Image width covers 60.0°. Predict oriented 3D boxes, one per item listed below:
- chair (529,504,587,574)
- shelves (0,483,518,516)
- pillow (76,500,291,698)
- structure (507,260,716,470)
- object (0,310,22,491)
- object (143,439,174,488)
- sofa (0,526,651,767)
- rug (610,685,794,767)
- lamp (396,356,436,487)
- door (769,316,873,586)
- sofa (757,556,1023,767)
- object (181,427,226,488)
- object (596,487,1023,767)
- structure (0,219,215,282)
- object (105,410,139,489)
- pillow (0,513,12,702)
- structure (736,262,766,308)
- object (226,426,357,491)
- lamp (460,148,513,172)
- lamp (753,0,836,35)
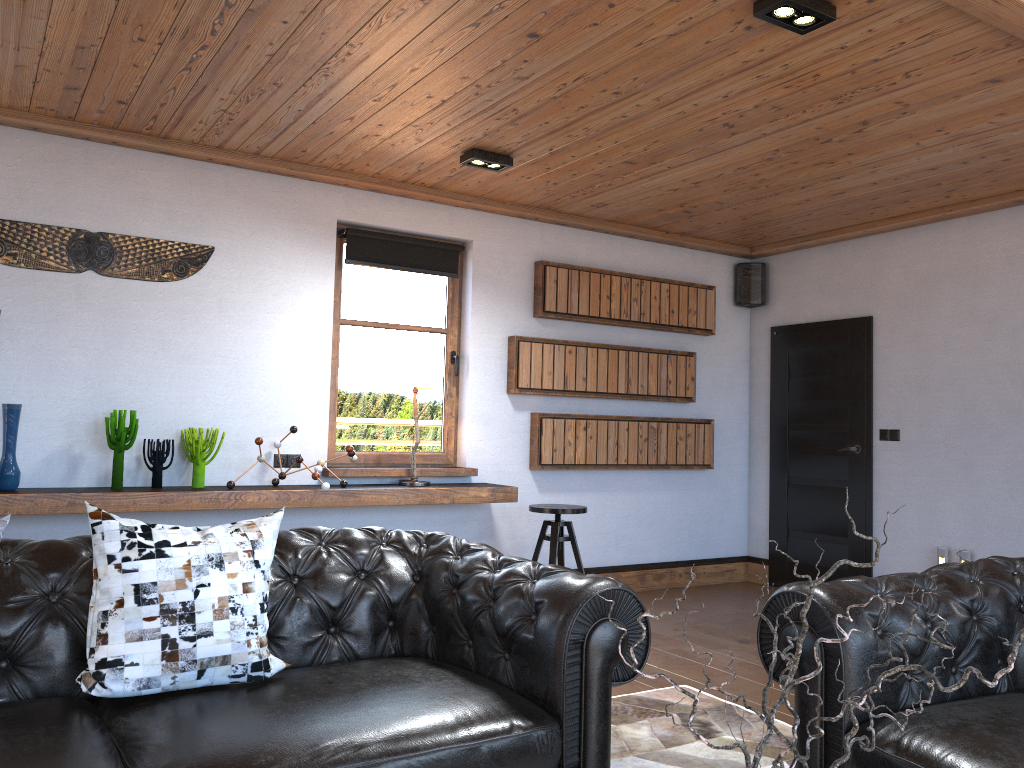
[{"bbox_3d":[0.276,1.118,5.471,0.397,0.722,0.388,4,-4,-32],"label":"chair"},{"bbox_3d":[-2.944,0.462,4.045,6.712,0.989,0.605,3,-4,-32],"label":"shelves"},{"bbox_3d":[-0.850,0.542,2.351,0.533,0.469,0.280,3,-4,-29],"label":"pillow"},{"bbox_3d":[0.734,-0.097,6.603,1.872,1.446,0.317,4,-4,-32],"label":"structure"},{"bbox_3d":[-2.455,0.081,4.241,0.111,0.863,0.275,1,-4,14],"label":"object"},{"bbox_3d":[-1.887,0.424,4.717,0.122,0.261,0.131,0,-4,28],"label":"object"},{"bbox_3d":[-1.001,0.841,2.182,2.593,0.839,1.225,3,-4,-33],"label":"sofa"},{"bbox_3d":[-0.313,1.246,2.051,4.086,0.053,2.404,3,-3,-31],"label":"rug"},{"bbox_3d":[-0.736,0.579,5.600,0.249,1.483,0.624,5,-5,-40],"label":"lamp"},{"bbox_3d":[2.319,0.554,6.685,0.145,2.057,0.930,4,-4,-32],"label":"door"},{"bbox_3d":[1.827,0.891,1.712,1.252,0.839,2.537,4,-4,-32],"label":"sofa"},{"bbox_3d":[-1.704,0.401,4.850,0.197,0.332,0.183,0,-4,18],"label":"object"},{"bbox_3d":[0.393,0.480,1.128,0.625,0.809,0.403,3,-4,-21],"label":"object"},{"bbox_3d":[-2.204,-0.695,4.661,1.261,0.240,0.097,3,-4,-32],"label":"structure"},{"bbox_3d":[-2.024,0.339,4.577,0.145,0.411,0.160,0,-4,27],"label":"object"},{"bbox_3d":[-1.431,0.508,1.985,0.533,0.469,0.280,3,-4,-29],"label":"pillow"},{"bbox_3d":[1.948,-0.806,7.225,0.216,0.350,0.211,4,-4,-32],"label":"structure"},{"bbox_3d":[-1.230,0.413,5.057,0.648,0.350,0.520,2,-3,-5],"label":"object"},{"bbox_3d":[-0.141,-1.247,4.921,0.264,0.068,0.153,3,-4,-32],"label":"lamp"},{"bbox_3d":[0.988,-1.312,3.097,0.264,0.068,0.153,3,-4,-32],"label":"lamp"}]
